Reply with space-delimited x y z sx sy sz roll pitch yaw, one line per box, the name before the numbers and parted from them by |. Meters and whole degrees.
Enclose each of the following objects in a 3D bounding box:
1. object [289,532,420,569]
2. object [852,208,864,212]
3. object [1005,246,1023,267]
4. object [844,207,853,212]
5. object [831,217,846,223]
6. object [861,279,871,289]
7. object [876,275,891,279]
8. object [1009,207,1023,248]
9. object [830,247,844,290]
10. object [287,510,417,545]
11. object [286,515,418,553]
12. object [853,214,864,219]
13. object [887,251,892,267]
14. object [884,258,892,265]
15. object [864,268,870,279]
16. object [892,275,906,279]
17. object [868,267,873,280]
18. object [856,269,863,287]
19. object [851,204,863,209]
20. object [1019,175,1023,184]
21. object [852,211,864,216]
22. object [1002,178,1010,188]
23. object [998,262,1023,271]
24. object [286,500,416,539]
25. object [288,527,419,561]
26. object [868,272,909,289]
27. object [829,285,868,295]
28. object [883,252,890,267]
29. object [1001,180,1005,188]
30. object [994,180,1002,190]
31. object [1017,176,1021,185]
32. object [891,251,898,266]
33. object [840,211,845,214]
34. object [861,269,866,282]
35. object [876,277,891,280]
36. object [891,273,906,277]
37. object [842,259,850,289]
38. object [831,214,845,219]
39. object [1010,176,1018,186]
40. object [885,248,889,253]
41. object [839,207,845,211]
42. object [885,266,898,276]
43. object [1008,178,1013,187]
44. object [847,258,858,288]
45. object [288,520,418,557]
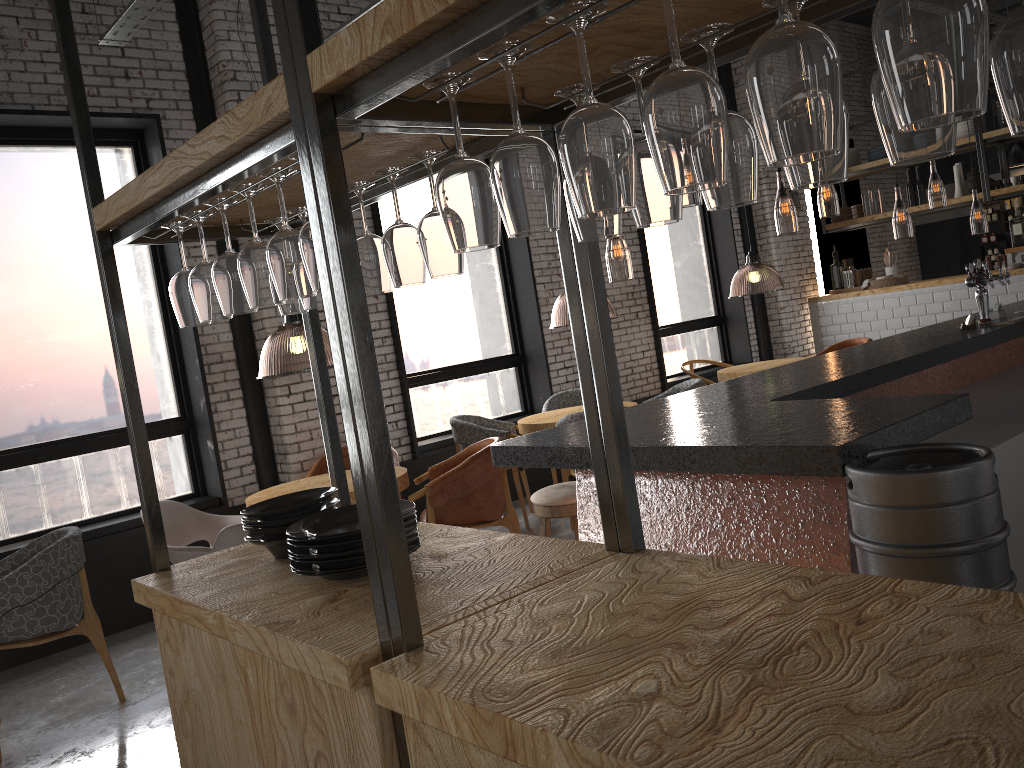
object | -0.368 0.394 2.097 0.306 0.044 0.305 -12 5 -39
object | 4.177 -2.091 10.702 0.168 0.053 0.157 -12 4 -35
object | 5.618 -1.171 8.738 0.315 0.551 1.249 -12 4 -40
object | 4.153 -2.141 10.885 0.168 0.053 0.157 -12 5 -40
object | 3.972 -1.978 10.738 0.168 0.053 0.157 -12 5 -40
object | 4.127 -1.151 10.087 0.283 0.110 0.187 -9 3 -4
object | 4.173 -1.175 9.942 0.160 0.078 0.161 -7 4 28
object | 5.215 -1.615 9.104 0.155 0.404 0.154 -11 4 -40
object | 3.848 -1.364 10.485 0.157 0.553 0.106 -11 4 -41
object | -0.375 0.345 2.096 0.306 0.048 0.305 -10 4 -15
object | -0.374 0.356 2.096 0.306 0.037 0.305 -12 5 -39
object | 4.190 -2.011 10.706 0.168 0.053 0.157 -12 4 -35
object | 4.290 -1.319 10.051 0.033 0.369 0.137 -8 3 16
object | 4.300 -1.297 10.105 0.071 0.328 0.052 -9 3 5
object | 4.170 -1.241 10.417 0.056 0.248 0.056 -9 3 12
object | 4.337 -1.182 9.943 0.160 0.075 0.161 -8 4 13
object | 4.235 -1.255 10.473 0.056 0.248 0.056 -9 3 12
object | 4.040 -1.213 10.305 0.056 0.248 0.056 -9 3 12
object | 4.170 -2.132 10.700 0.168 0.053 0.157 -12 4 -35
object | 5.236 -2.094 9.087 0.072 0.097 0.072 -10 3 -20
object | 4.183 -2.055 10.704 0.168 0.053 0.157 -12 4 -35
object | 5.133 -2.086 9.209 0.072 0.097 0.072 -10 3 -18
object | 5.029 -1.182 8.914 0.324 0.055 0.216 -12 5 -40
object | -0.376 0.330 2.095 0.305 0.039 0.306 -7 4 33
object | -0.370 0.385 2.098 0.306 0.046 0.306 -9 4 7
object | 4.247 -1.165 10.021 0.436 0.156 0.420 -8 4 22
object | 4.050 -1.123 10.487 0.412 0.050 0.411 -12 5 -41
object | 4.304 -1.331 10.137 0.026 0.355 0.087 -10 3 -17
object | 5.171 -2.101 9.344 0.072 0.097 0.072 -12 4 -41
object | 5.083 -2.082 9.268 0.072 0.097 0.072 -10 3 -17
object | 5.271 -2.109 9.225 0.072 0.097 0.072 -12 4 -39
object | 4.339 -1.323 10.066 0.076 0.358 0.123 -10 3 -25
object | 3.959 -2.058 10.734 0.168 0.053 0.157 -12 5 -40
object | 4.105 -1.227 10.361 0.056 0.248 0.056 -9 3 12
object | 4.174 -1.156 9.943 0.160 0.075 0.161 -7 4 28
object | 4.333 -1.201 9.945 0.160 0.078 0.160 -8 4 13
object | 3.939 -1.280 10.419 0.107 0.367 0.070 -11 4 -41
object | 3.965 -2.023 10.736 0.168 0.053 0.157 -12 5 -40
object | 5.184 -2.090 9.149 0.072 0.097 0.072 -9 3 0
object | 4.316 -1.419 10.147 0.017 0.289 0.090 -9 3 -3
object | 3.953 -2.099 10.732 0.168 0.053 0.157 -12 5 -40
object | 4.333 -1.234 10.096 0.129 0.204 0.129 -9 3 -4
object | 5.221 -2.105 9.285 0.072 0.097 0.072 -7 4 36
object | 3.982 -1.283 10.370 0.107 0.367 0.070 -11 4 -41
object | -0.372 0.371 2.096 0.306 0.042 0.306 -9 4 7
